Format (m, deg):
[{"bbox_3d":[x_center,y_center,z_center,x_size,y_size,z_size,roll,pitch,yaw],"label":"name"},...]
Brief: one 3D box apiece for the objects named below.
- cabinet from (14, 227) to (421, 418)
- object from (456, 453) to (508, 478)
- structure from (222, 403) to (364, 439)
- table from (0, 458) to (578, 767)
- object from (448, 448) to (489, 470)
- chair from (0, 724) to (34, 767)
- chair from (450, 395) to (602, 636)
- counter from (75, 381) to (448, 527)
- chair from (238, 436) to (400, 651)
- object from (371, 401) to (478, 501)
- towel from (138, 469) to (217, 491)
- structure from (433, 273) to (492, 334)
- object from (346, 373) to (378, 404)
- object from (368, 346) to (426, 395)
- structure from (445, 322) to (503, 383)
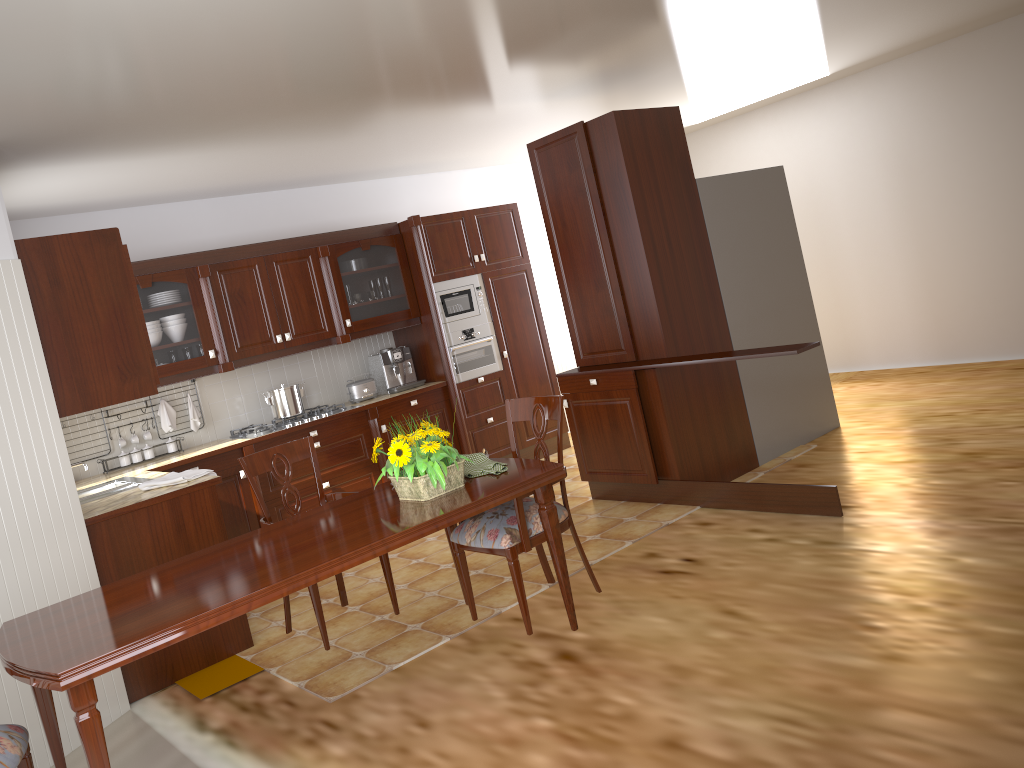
[{"bbox_3d":[-1.397,-0.526,5.152,2.810,0.776,1.360,-17,7,-38],"label":"cabinet"},{"bbox_3d":[-0.157,0.283,3.245,0.168,0.056,0.526,-15,6,-24],"label":"object"},{"bbox_3d":[-1.492,0.241,5.987,0.824,0.046,0.587,-18,8,-38],"label":"structure"},{"bbox_3d":[-0.582,0.747,2.747,1.695,0.556,0.730,-17,6,-38],"label":"table"},{"bbox_3d":[-0.162,0.282,3.291,0.147,0.046,0.046,-16,5,-25],"label":"object"},{"bbox_3d":[-1.429,0.919,2.109,0.462,0.744,0.404,-14,3,-16],"label":"chair"},{"bbox_3d":[0.017,0.462,3.257,0.464,0.744,0.402,-15,3,-38],"label":"chair"},{"bbox_3d":[-1.330,0.310,5.333,2.812,0.032,1.814,-18,8,-38],"label":"counter"},{"bbox_3d":[-0.776,0.612,3.558,0.409,0.744,0.456,-15,4,-41],"label":"chair"},{"bbox_3d":[-0.300,0.236,2.951,0.316,0.336,0.302,-9,5,44],"label":"object"},{"bbox_3d":[-1.621,0.476,4.340,0.328,0.097,0.346,-11,6,15],"label":"towel"},{"bbox_3d":[-0.475,-0.598,6.775,0.500,0.385,0.314,-16,5,-38],"label":"structure"},{"bbox_3d":[-1.081,0.028,6.368,0.245,0.188,0.140,-16,5,-37],"label":"object"},{"bbox_3d":[-0.862,-0.110,6.548,0.277,0.321,0.321,-16,5,-38],"label":"object"},{"bbox_3d":[-0.293,-0.237,6.663,0.499,0.374,0.040,-16,3,-38],"label":"structure"}]
